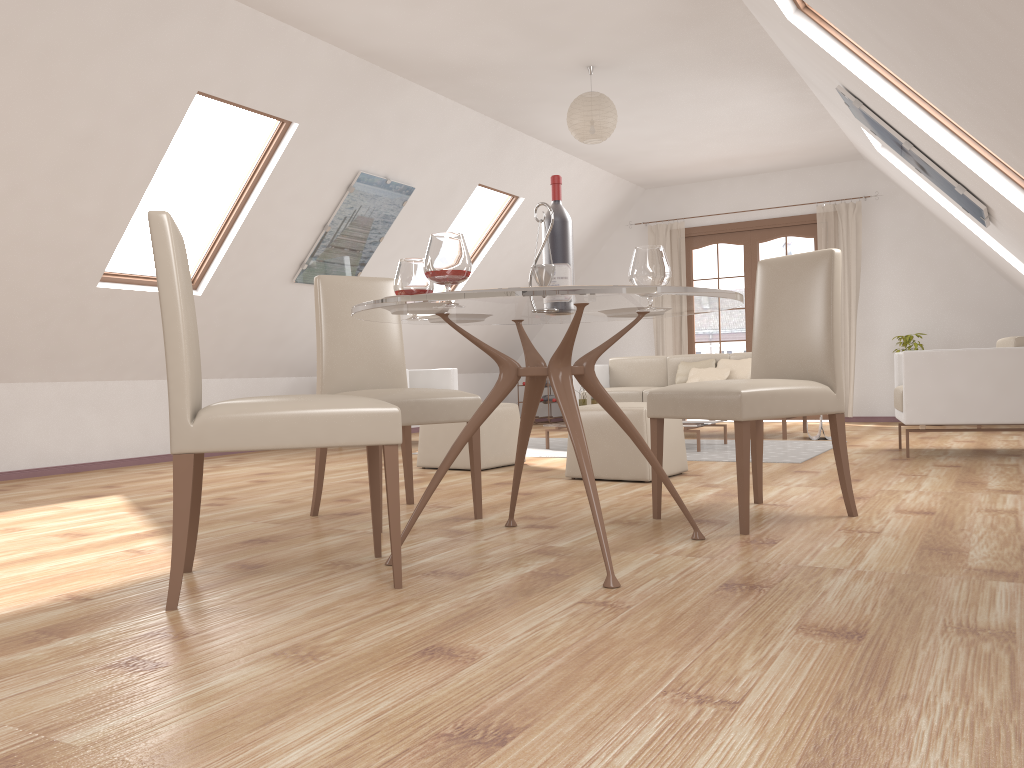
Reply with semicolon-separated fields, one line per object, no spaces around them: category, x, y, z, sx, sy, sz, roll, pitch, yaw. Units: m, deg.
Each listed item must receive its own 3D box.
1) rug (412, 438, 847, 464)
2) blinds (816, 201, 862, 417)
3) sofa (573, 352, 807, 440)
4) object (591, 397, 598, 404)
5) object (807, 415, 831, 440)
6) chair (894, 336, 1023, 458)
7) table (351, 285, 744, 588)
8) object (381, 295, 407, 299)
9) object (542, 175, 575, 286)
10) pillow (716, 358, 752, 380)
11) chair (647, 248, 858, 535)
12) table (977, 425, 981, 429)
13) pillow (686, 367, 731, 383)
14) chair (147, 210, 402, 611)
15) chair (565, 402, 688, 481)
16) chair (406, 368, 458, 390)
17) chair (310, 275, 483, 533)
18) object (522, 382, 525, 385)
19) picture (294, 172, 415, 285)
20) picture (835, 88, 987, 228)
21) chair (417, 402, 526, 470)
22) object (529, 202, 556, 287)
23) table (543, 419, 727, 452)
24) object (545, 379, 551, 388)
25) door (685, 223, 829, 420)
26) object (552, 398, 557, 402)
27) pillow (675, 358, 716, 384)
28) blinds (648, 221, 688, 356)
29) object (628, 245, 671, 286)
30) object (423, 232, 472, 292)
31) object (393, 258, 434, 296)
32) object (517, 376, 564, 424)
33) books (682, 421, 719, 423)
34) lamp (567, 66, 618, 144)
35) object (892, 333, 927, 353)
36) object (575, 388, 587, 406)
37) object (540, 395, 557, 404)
rug;0.857;0.469;6.534;2.800;0.007;1.600;-1;1;30
blinds;3.263;-0.732;8.788;0.424;2.129;0.123;-1;1;25
sofa;1.546;0.091;7.672;1.880;0.706;0.820;-1;1;30
object;0.649;0.191;6.920;0.075;0.185;0.075;-2;1;-29
object;2.407;0.291;6.900;0.212;0.267;0.315;-1;0;17
chair;2.804;0.073;5.450;0.820;0.706;0.748;-1;1;20
table;0.117;0.139;2.781;1.198;0.770;1.198;-2;1;-39
object;-0.276;-0.244;2.642;0.228;0.020;0.228;-2;0;-15
object;0.151;-0.467;2.918;0.109;0.435;0.109;-1;1;26
pillow;1.894;-0.108;7.582;0.351;0.225;0.196;-1;1;35
chair;0.892;0.000;3.311;0.618;0.999;0.477;-2;1;-33
table;4.374;0.169;7.630;0.730;0.390;0.773;-1;1;28
pillow;1.658;-0.059;7.551;0.363;0.170;0.227;-1;1;35
chair;-0.652;0.051;2.480;0.618;0.999;0.477;-2;0;-15
chair;0.614;0.294;4.746;0.506;0.394;0.506;-1;1;34
chair;-0.993;0.163;7.645;0.820;0.706;0.748;-1;1;33
chair;-0.488;0.037;3.565;0.477;0.999;0.618;-2;1;-35
object;0.241;-0.008;10.219;0.110;0.110;0.439;-1;1;30
picture;-1.198;-1.147;6.804;0.683;0.738;0.650;-1;1;30
picture;2.195;-1.228;4.854;0.683;0.738;0.650;-1;1;30
chair;-0.254;0.313;5.523;0.506;0.394;0.506;-1;1;35
object;0.099;-0.407;2.776;0.086;0.322;0.096;-2;0;-7
table;0.921;0.376;6.572;1.173;0.190;0.730;-1;1;30
object;0.403;-0.009;10.132;0.109;0.109;0.435;-1;1;30
door;2.540;-0.619;9.357;1.546;2.001;0.098;-1;1;30
object;0.570;0.176;10.039;0.109;0.109;0.435;-1;1;30
pillow;1.601;-0.102;7.756;0.351;0.235;0.185;-1;1;33
blinds;1.723;-0.693;9.718;0.423;2.130;0.120;-1;1;27
object;0.441;-0.347;2.841;0.136;0.183;0.136;-2;1;-33
object;-0.180;-0.326;2.483;0.136;0.183;0.136;-2;0;9
object;-0.330;-0.326;2.978;0.136;0.183;0.136;-2;0;9
object;0.512;0.149;10.120;0.854;0.608;0.417;-1;1;30
books;1.325;0.268;6.299;0.280;0.005;0.192;-1;1;22
lamp;0.532;-1.866;5.919;0.340;0.497;0.340;-2;1;-21
object;3.754;-0.053;8.347;0.311;0.846;0.307;-1;1;22
object;0.537;0.107;6.853;0.184;0.359;0.123;-2;1;-18
object;0.409;0.176;10.131;0.109;0.109;0.435;-1;1;30
